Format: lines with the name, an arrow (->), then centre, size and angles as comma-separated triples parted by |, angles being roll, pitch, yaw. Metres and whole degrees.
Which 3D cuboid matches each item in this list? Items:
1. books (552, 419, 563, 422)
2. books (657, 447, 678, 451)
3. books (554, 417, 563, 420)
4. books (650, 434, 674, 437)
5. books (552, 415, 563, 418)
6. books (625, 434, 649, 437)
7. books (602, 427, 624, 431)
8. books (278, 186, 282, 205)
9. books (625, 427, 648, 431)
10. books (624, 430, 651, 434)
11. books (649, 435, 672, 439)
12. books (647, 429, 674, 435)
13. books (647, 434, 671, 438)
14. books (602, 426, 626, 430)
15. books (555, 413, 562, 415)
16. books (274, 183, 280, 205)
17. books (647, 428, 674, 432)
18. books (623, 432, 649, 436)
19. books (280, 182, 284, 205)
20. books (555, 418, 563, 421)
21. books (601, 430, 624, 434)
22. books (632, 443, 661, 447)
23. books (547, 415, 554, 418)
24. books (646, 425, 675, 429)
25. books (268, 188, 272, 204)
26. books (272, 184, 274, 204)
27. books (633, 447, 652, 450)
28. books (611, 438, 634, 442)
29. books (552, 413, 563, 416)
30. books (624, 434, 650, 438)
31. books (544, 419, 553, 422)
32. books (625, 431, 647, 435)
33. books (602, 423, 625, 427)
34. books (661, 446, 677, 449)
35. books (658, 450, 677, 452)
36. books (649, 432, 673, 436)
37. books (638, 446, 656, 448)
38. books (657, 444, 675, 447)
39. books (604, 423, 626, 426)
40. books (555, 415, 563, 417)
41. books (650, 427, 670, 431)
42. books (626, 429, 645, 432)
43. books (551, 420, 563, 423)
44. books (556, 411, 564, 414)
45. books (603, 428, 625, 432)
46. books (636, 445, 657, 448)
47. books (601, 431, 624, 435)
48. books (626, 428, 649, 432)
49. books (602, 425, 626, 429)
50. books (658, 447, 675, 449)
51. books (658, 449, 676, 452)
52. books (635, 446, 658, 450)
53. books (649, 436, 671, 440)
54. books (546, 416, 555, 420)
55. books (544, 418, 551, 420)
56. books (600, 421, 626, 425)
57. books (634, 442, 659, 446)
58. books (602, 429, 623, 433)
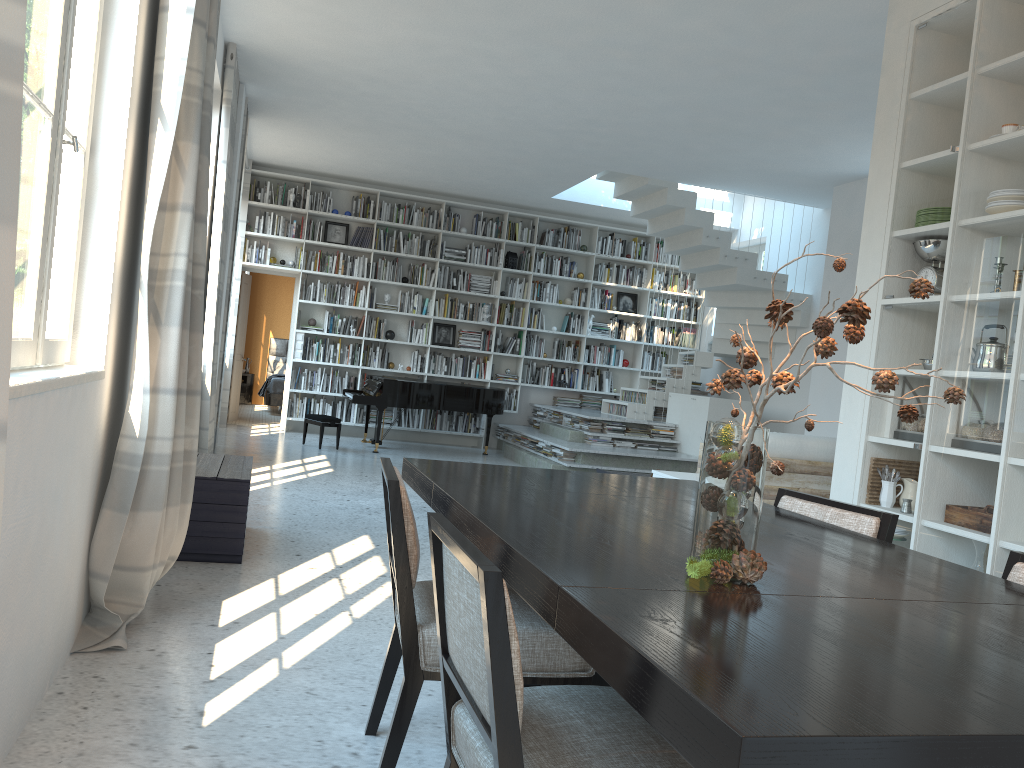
books -> 0.620, 0.463, 11.095 | 0.178, 0.014, 0.247 | 6, 1, -18
books -> 1.761, 0.741, 10.150 | 0.234, 0.017, 0.151 | 6, 1, -15
books -> 0.633, 0.432, 11.097 | 0.159, 0.018, 0.202 | 6, 1, -18
books -> 1.703, 0.585, 10.223 | 0.281, 0.008, 0.181 | 6, 1, -11
books -> 0.626, 0.413, 11.094 | 0.179, 0.017, 0.292 | 6, 1, -15
books -> 1.411, 0.585, 10.150 | 0.287, 0.005, 0.165 | 6, 1, -11
books -> 1.146, 0.508, 10.081 | 0.210, 0.012, 0.168 | 6, 1, -15
books -> -2.868, -2.303, 10.953 | 0.030, 0.257, 0.130 | 6, 2, -16
books -> 1.420, 0.510, 10.147 | 0.203, 0.011, 0.173 | 6, 1, -21
books -> 1.419, 0.546, 10.138 | 0.273, 0.014, 0.187 | 6, 1, -21
books -> 1.695, 0.608, 10.242 | 0.259, 0.009, 0.152 | 6, 1, -19
books -> 1.703, 0.551, 10.233 | 0.284, 0.030, 0.177 | 6, 1, -15
books -> 1.695, 0.595, 10.247 | 0.262, 0.016, 0.131 | 6, 1, -21
books -> 1.147, 0.497, 10.083 | 0.260, 0.009, 0.153 | 6, 1, -13
books -> 0.652, 0.380, 11.099 | 0.128, 0.013, 0.296 | 6, 1, -18
books -> -2.895, -2.319, 10.925 | 0.039, 0.283, 0.181 | 6, 1, -16
books -> 1.708, 0.531, 10.225 | 0.261, 0.012, 0.179 | 6, 1, -12
books -> 1.407, 0.574, 10.169 | 0.294, 0.014, 0.133 | 6, 1, -19
books -> -2.841, -2.324, 10.945 | 0.014, 0.304, 0.145 | 6, 2, -16
books -> 0.642, 0.450, 11.100 | 0.138, 0.017, 0.237 | 6, 1, -17
books -> 1.140, 0.544, 10.089 | 0.227, 0.013, 0.148 | 6, 1, -18
books -> 1.515, 0.689, 10.058 | 0.287, 0.018, 0.190 | 6, 1, -17
books -> 0.559, 0.424, 11.375 | 0.154, 0.018, 0.220 | 6, 1, -17
books -> 1.713, 0.495, 10.220 | 0.285, 0.013, 0.181 | 6, 1, -21
books -> -2.975, -2.289, 10.895 | 0.030, 0.206, 0.175 | 6, 1, -16
books -> -2.938, -2.313, 10.898 | 0.057, 0.263, 0.190 | 6, 1, -16
books -> 1.503, 0.733, 10.082 | 0.250, 0.009, 0.144 | 6, 1, -17
books -> 1.239, 0.634, 10.000 | 0.220, 0.013, 0.148 | 6, 1, -17
books -> 0.625, 0.388, 11.092 | 0.187, 0.009, 0.261 | 6, 1, -17
books -> 1.411, 0.591, 10.150 | 0.291, 0.007, 0.174 | 6, 1, -13
books -> 0.539, 0.472, 11.372 | 0.183, 0.012, 0.296 | 6, 1, -17
books -> 1.413, 0.560, 10.153 | 0.214, 0.015, 0.177 | 6, 1, -15
books -> 1.149, 0.468, 10.086 | 0.221, 0.018, 0.154 | 6, 1, -15
books -> 1.761, 0.718, 10.158 | 0.229, 0.014, 0.133 | 6, 1, -17
books -> 1.761, 0.762, 10.144 | 0.261, 0.006, 0.151 | 6, 1, -20
books -> 1.698, 0.573, 10.242 | 0.268, 0.014, 0.159 | 6, 1, -17
books -> 1.510, 0.709, 10.067 | 0.254, 0.005, 0.160 | 6, 1, -20
books -> 1.762, 0.707, 10.157 | 0.215, 0.007, 0.130 | 6, 1, -14
books -> 1.152, 0.456, 10.078 | 0.228, 0.009, 0.159 | 6, 1, -20
books -> 0.631, 0.399, 11.094 | 0.161, 0.012, 0.254 | 6, 1, -12
books -> 1.708, 0.512, 10.231 | 0.192, 0.024, 0.167 | 6, 1, -11
books -> 1.414, 0.533, 10.160 | 0.179, 0.010, 0.160 | 6, 1, -14
books -> 0.612, 0.475, 11.093 | 0.182, 0.011, 0.253 | 6, 1, -12
books -> 0.643, 0.358, 11.095 | 0.139, 0.028, 0.261 | 6, 1, -11
books -> 1.148, 0.520, 10.071 | 0.215, 0.013, 0.189 | 6, 1, -17
books -> 1.506, 0.701, 10.083 | 0.273, 0.009, 0.129 | 6, 1, -13
books -> 1.143, 0.558, 10.076 | 0.216, 0.015, 0.177 | 6, 1, -18
books -> 1.417, 0.522, 10.154 | 0.246, 0.013, 0.172 | 6, 1, -17
books -> 1.154, 0.486, 10.062 | 0.230, 0.015, 0.190 | 6, 1, -11
books -> 1.761, 0.728, 10.153 | 0.225, 0.007, 0.133 | 6, 1, -12
books -> 1.760, 0.754, 10.148 | 0.179, 0.010, 0.160 | 6, 1, -16
books -> 1.511, 0.720, 10.061 | 0.250, 0.018, 0.177 | 6, 1, -13
books -> 1.696, 0.618, 10.233 | 0.220, 0.011, 0.177 | 6, 1, -18
books -> 0.546, 0.443, 11.372 | 0.164, 0.023, 0.242 | 6, 1, -12
books -> 0.536, 0.459, 11.370 | 0.190, 0.012, 0.235 | 6, 1, -18
books -> 1.148, 0.443, 10.098 | 0.261, 0.016, 0.128 | 6, 1, -17
books -> 1.506, 0.675, 10.064 | 0.275, 0.009, 0.176 | 6, 1, -16
books -> 1.140, 0.532, 10.094 | 0.207, 0.012, 0.131 | 6, 1, -20
